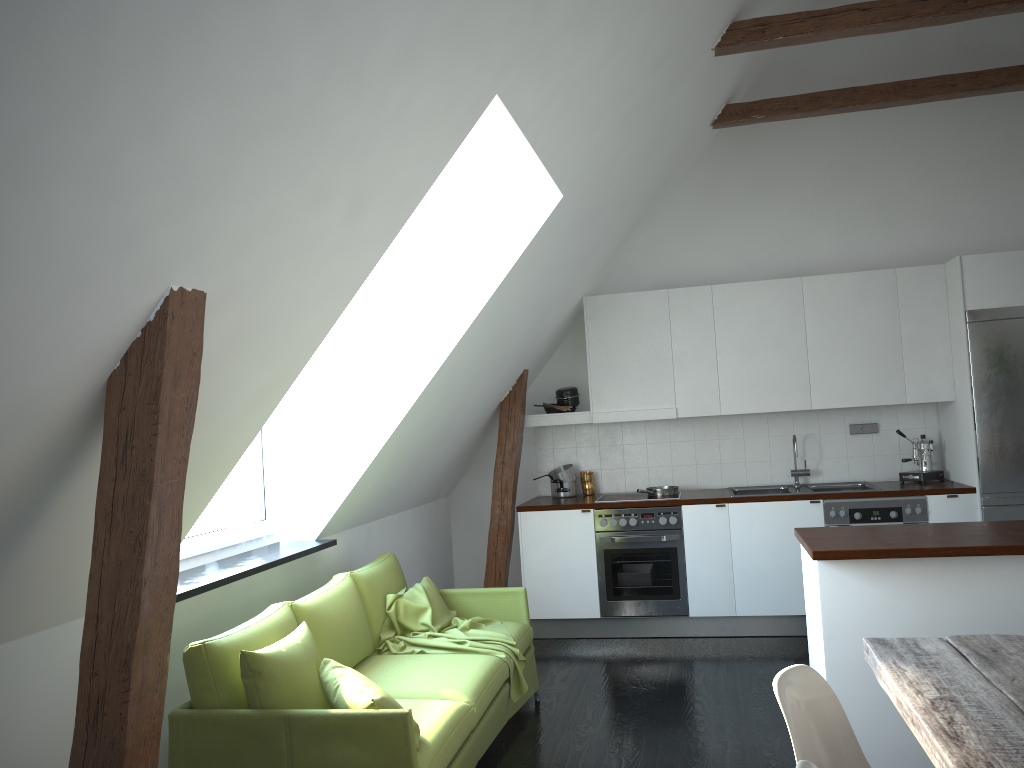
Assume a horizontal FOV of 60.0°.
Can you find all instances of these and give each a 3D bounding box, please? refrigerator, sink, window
[{"bbox_3d":[3.180,0.452,5.420,0.609,1.868,0.031,-4,-3,12],"label":"refrigerator"},{"bbox_3d":[1.978,0.612,6.091,0.963,0.519,0.671,-4,-3,12],"label":"sink"},{"bbox_3d":[0.648,-1.620,0.200,5.959,4.249,8.018,-4,-3,12],"label":"window"}]

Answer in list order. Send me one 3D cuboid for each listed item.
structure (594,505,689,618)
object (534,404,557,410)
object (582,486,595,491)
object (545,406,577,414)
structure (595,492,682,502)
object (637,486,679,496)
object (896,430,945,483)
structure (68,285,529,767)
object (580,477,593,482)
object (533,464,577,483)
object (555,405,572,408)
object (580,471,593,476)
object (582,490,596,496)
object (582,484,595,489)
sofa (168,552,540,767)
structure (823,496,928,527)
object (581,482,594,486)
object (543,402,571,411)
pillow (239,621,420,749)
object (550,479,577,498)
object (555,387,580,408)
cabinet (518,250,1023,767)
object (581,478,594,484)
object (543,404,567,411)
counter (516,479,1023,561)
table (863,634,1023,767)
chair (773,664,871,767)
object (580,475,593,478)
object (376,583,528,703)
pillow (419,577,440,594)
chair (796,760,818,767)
[{"bbox_3d":[0.929,1.204,6.238,0.583,0.725,0.749,-4,-3,12],"label":"structure"},{"bbox_3d":[0.300,0.181,6.627,0.357,0.075,0.244,-3,-3,-17],"label":"object"},{"bbox_3d":[0.574,0.793,6.646,0.100,0.048,0.099,-5,-3,30],"label":"object"},{"bbox_3d":[0.363,0.190,6.574,0.243,0.056,0.350,-4,-3,1],"label":"object"},{"bbox_3d":[0.898,0.813,6.243,0.574,0.041,0.504,-4,-3,12],"label":"structure"},{"bbox_3d":[1.015,0.758,6.304,0.351,0.061,0.232,-3,-3,-14],"label":"object"},{"bbox_3d":[2.761,0.488,6.068,0.353,0.370,0.206,-2,-3,-31],"label":"object"},{"bbox_3d":[-1.609,0.642,0.460,1.023,1.963,12.350,-4,-3,12],"label":"structure"},{"bbox_3d":[0.562,0.715,6.650,0.100,0.036,0.100,-3,-3,-21],"label":"object"},{"bbox_3d":[0.308,0.693,6.634,0.371,0.169,0.203,-3,-3,-16],"label":"object"},{"bbox_3d":[0.362,0.168,6.577,0.065,0.031,0.335,-2,-3,-31],"label":"object"},{"bbox_3d":[0.561,0.678,6.650,0.100,0.047,0.099,-4,-3,8],"label":"object"},{"bbox_3d":[0.578,0.815,6.646,0.100,0.036,0.100,-4,-3,9],"label":"object"},{"bbox_3d":[0.571,0.776,6.648,0.099,0.051,0.099,-3,-3,-2],"label":"object"},{"bbox_3d":[-0.514,1.283,3.857,0.898,0.825,2.093,-4,-3,11],"label":"sofa"},{"bbox_3d":[2.370,1.092,5.842,0.612,0.725,0.582,-4,-3,12],"label":"structure"},{"bbox_3d":[0.568,0.755,6.652,0.099,0.043,0.100,-4,-3,0],"label":"object"},{"bbox_3d":[0.325,0.166,6.539,0.061,0.077,0.331,-2,-3,-30],"label":"object"},{"bbox_3d":[-0.591,1.058,3.094,0.600,0.387,0.475,-4,-3,9],"label":"pillow"},{"bbox_3d":[0.400,0.764,6.581,0.200,0.154,0.348,-3,-3,-8],"label":"object"},{"bbox_3d":[0.415,0.103,6.630,0.190,0.166,0.200,-2,-3,-25],"label":"object"},{"bbox_3d":[1.910,0.413,4.929,4.208,2.369,3.033,-4,-3,12],"label":"cabinet"},{"bbox_3d":[0.565,0.734,6.652,0.099,0.057,0.101,-5,-3,24],"label":"object"},{"bbox_3d":[0.312,0.174,6.532,0.065,0.065,0.332,-3,-3,-21],"label":"object"},{"bbox_3d":[1.502,0.722,4.983,3.365,0.038,3.085,-4,-3,12],"label":"counter"},{"bbox_3d":[1.379,1.072,1.374,1.141,0.788,2.421,-4,-3,12],"label":"table"},{"bbox_3d":[0.942,1.126,2.135,0.542,0.801,0.465,-6,-3,38],"label":"chair"},{"bbox_3d":[0.561,0.699,6.650,0.100,0.036,0.100,-6,-3,41],"label":"object"},{"bbox_3d":[-0.264,1.272,4.452,0.722,0.493,0.711,-4,-3,7],"label":"object"},{"bbox_3d":[-0.454,1.179,4.623,0.210,0.275,0.462,-4,-3,10],"label":"pillow"},{"bbox_3d":[0.816,1.109,1.571,0.542,0.801,0.465,-4,-3,13],"label":"chair"}]
